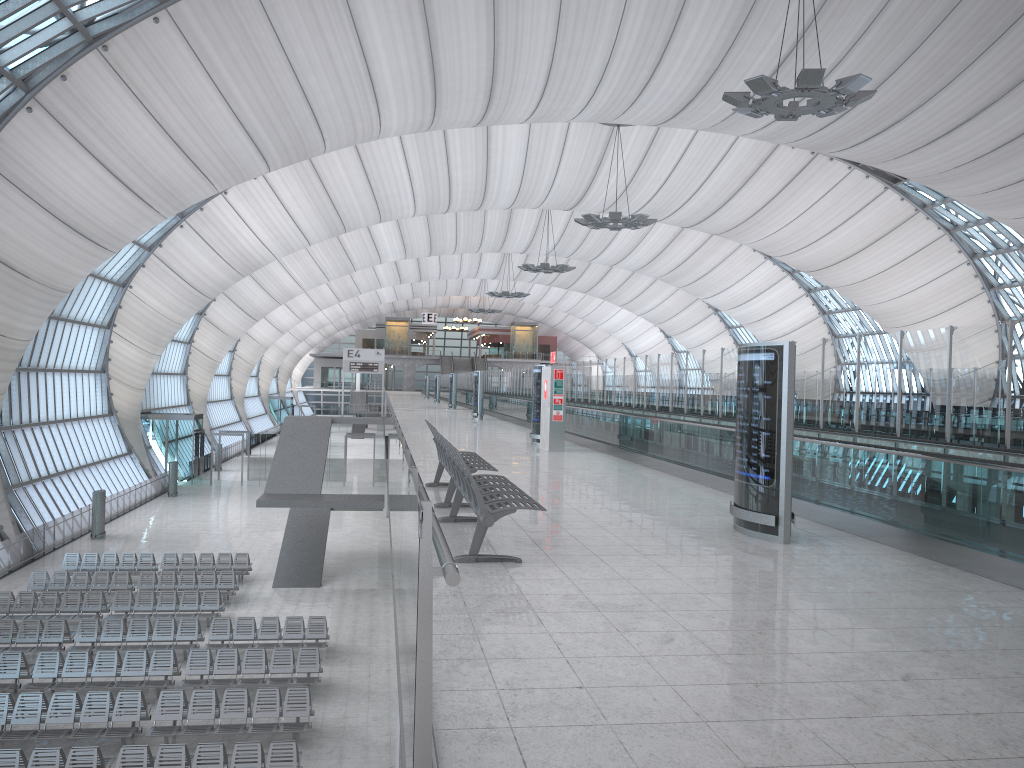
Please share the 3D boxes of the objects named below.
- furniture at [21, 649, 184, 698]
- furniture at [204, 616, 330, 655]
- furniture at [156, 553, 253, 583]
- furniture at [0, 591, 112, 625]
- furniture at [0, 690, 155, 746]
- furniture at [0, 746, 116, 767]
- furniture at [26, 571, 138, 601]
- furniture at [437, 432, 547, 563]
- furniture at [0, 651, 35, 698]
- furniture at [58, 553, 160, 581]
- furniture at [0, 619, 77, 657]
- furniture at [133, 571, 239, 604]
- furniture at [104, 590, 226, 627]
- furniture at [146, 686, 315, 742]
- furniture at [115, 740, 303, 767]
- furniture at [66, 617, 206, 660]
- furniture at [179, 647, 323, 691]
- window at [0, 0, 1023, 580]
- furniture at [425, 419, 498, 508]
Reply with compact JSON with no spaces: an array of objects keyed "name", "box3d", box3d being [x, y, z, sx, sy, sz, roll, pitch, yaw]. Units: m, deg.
[{"name":"furniture","box3d":[-8.059,5.757,17.638,2.705,0.913,1.572,2,0,-8]},{"name":"furniture","box3d":[-5.595,5.824,20.428,2.705,0.913,1.572,2,0,-8]},{"name":"furniture","box3d":[-9.525,5.715,27.593,2.705,0.913,1.572,2,0,-8]},{"name":"furniture","box3d":[-11.612,5.659,22.241,2.705,0.913,1.572,2,0,-8]},{"name":"furniture","box3d":[-7.710,5.767,15.262,2.705,0.913,1.572,2,0,-8]},{"name":"furniture","box3d":[-7.360,5.777,12.887,2.705,0.913,1.572,2,0,-8]},{"name":"furniture","box3d":[-11.954,5.649,24.565,2.705,0.913,1.572,2,0,-8]},{"name":"furniture","box3d":[-0.261,0.961,8.031,0.713,0.902,2.520,2,0,-8]},{"name":"furniture","box3d":[-10.874,5.680,17.223,2.705,0.913,1.572,2,0,-8]},{"name":"furniture","box3d":[-12.339,5.638,27.178,2.705,0.913,1.572,2,0,-8]},{"name":"furniture","box3d":[-11.223,5.670,19.599,2.705,0.913,1.572,2,0,-8]},{"name":"furniture","box3d":[-9.140,5.726,24.980,2.705,0.913,1.572,2,0,-8]},{"name":"furniture","box3d":[-8.798,5.736,22.656,2.705,0.913,1.572,2,0,-8]},{"name":"furniture","box3d":[-4.896,5.844,15.677,2.705,0.913,1.572,2,0,-8]},{"name":"furniture","box3d":[-4.546,5.854,13.301,2.705,0.913,1.572,2,0,-8]},{"name":"furniture","box3d":[-8.409,5.747,20.013,2.705,0.913,1.572,2,0,-8]},{"name":"furniture","box3d":[-5.245,5.834,18.052,2.705,0.913,1.572,2,0,-8]},{"name":"window","box3d":[-0.464,-3.468,79.535,50.537,20.004,167.818,2,0,-8]},{"name":"furniture","box3d":[-0.684,0.949,11.023,0.713,0.902,2.520,2,0,-8]}]
